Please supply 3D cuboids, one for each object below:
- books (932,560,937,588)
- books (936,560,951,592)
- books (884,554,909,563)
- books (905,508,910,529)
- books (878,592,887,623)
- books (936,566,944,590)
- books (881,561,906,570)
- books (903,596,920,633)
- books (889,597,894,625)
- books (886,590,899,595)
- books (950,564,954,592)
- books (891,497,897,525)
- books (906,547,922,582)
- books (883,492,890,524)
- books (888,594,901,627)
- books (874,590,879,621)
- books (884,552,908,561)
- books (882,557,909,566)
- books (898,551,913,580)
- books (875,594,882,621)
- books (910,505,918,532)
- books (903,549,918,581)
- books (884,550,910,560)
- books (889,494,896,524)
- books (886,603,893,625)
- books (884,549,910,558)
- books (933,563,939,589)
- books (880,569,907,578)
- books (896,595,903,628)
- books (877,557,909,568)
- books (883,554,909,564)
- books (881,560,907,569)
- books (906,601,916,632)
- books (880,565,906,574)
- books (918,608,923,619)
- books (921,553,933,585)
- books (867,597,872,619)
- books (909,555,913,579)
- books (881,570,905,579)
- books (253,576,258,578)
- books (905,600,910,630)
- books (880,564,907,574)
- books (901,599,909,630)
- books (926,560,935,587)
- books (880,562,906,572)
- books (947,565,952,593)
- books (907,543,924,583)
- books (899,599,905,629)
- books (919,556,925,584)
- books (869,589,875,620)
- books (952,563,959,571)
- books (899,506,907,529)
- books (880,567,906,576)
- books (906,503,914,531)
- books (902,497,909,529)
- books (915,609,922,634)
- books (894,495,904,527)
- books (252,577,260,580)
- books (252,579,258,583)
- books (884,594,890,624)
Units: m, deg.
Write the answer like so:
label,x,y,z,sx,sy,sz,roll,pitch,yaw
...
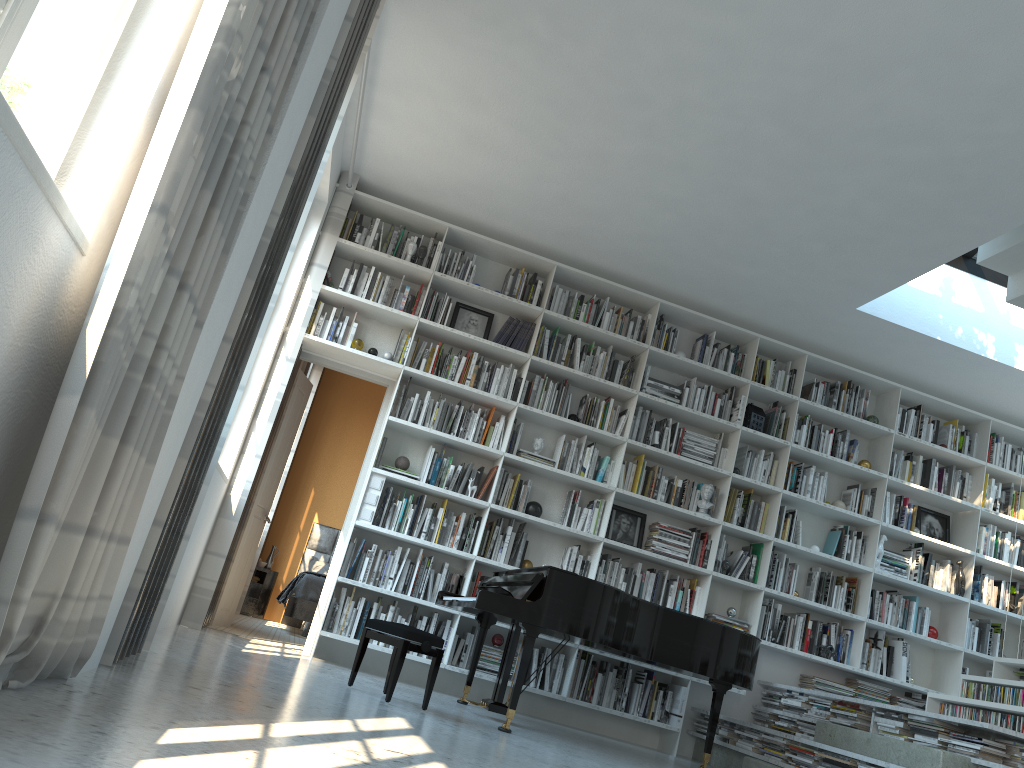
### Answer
label,x,y,z,sx,sy,sz,roll,pitch,yaw
books,3.262,1.509,6.966,0.031,0.249,0.133,18,-16,-9
books,3.347,1.517,6.951,0.021,0.270,0.192,18,-16,-9
books,2.916,1.352,6.901,0.285,0.012,0.160,18,-16,-7
books,3.060,1.083,6.990,0.033,0.212,0.153,18,-16,-9
books,2.780,1.712,6.766,0.045,0.245,0.186,18,-16,-9
books,3.312,1.542,6.962,0.025,0.212,0.156,18,-16,-9
books,2.897,1.408,6.889,0.254,0.012,0.161,18,-17,-9
books,3.044,1.778,6.819,0.026,0.289,0.181,18,-16,-9
books,2.851,1.748,6.790,0.012,0.229,0.179,18,-16,-9
books,2.898,1.728,6.805,0.013,0.298,0.148,18,-16,-9
books,3.400,1.548,6.975,0.024,0.254,0.145,18,-16,-9
books,2.971,1.032,7.002,0.043,0.268,0.131,18,-16,-9
books,3.112,1.424,6.911,0.011,0.299,0.184,18,-16,-9
books,2.912,0.997,6.978,0.065,0.288,0.146,18,-16,-9
books,2.879,1.738,6.775,0.028,0.254,0.192,18,-16,-9
books,2.735,1.703,6.776,0.024,0.246,0.143,18,-16,-9
books,2.919,1.341,6.904,0.254,0.012,0.161,18,-16,-7
books,2.910,1.374,6.895,0.285,0.012,0.160,18,-16,-7
books,3.051,1.431,6.911,0.012,0.253,0.161,18,-16,-9
books,2.751,1.716,6.764,0.011,0.222,0.163,18,-16,-9
books,3.114,1.082,6.992,0.026,0.243,0.178,18,-16,-9
books,3.093,1.433,6.932,0.012,0.284,0.160,18,-16,-9
books,2.922,1.329,6.908,0.285,0.012,0.160,19,-17,-11
books,2.950,1.014,6.990,0.012,0.284,0.160,18,-16,-9
books,2.829,1.762,6.771,0.028,0.181,0.186,18,-16,-9
books,2.925,1.318,6.911,0.285,0.012,0.160,18,-16,-7
books,3.288,1.525,6.967,0.028,0.234,0.129,18,-16,-9
books,2.883,1.461,6.861,0.285,0.012,0.160,17,-16,-4
books,2.909,1.745,6.785,0.012,0.261,0.187,18,-16,-9
books,2.907,1.384,6.889,0.285,0.012,0.160,19,-17,-12
books,2.915,1.361,6.891,0.285,0.012,0.160,20,-17,-14
books,2.905,1.395,6.882,0.254,0.012,0.161,17,-16,-4
books,3.016,1.791,6.806,0.023,0.243,0.190,18,-16,-9
books,2.888,1.440,6.874,0.254,0.012,0.161,18,-16,-7
books,3.097,1.838,6.840,0.037,0.218,0.140,18,-16,-9
books,3.190,1.462,6.933,0.059,0.281,0.167,18,-16,-9
books,2.670,1.711,6.750,0.022,0.183,0.163,18,-16,-9
books,3.062,1.444,6.930,0.023,0.246,0.138,18,-16,-9
books,2.879,1.473,6.861,0.254,0.012,0.161,19,-17,-13
books,-2.882,2.107,9.759,0.133,0.012,0.189,13,-16,7
books,2.995,1.787,6.828,0.012,0.253,0.161,18,-16,-9
books,2.892,1.429,6.878,0.285,0.012,0.160,19,-17,-11
books,2.964,1.771,6.797,0.014,0.248,0.177,18,-16,-9
books,3.236,1.499,6.942,0.031,0.241,0.147,18,-16,-9
books,2.897,1.417,6.875,0.254,0.012,0.161,20,-17,-14
books,3.371,1.542,6.954,0.041,0.238,0.177,18,-16,-9
books,3.128,1.409,6.917,0.010,0.338,0.180,18,-16,-9
books,2.940,1.771,6.812,0.026,0.246,0.166,18,-16,-9
books,3.131,1.464,6.914,0.030,0.236,0.179,18,-16,-9
books,2.703,1.690,6.760,0.047,0.243,0.177,18,-16,-9
books,3.472,1.561,7.006,0.029,0.283,0.139,18,-16,-9
books,3.028,1.071,6.968,0.013,0.206,0.190,18,-16,-9
books,2.886,1.450,6.867,0.254,0.012,0.161,17,-16,-5
books,3.091,1.072,6.999,0.021,0.252,0.167,18,-16,-9
books,3.048,1.041,6.992,0.014,0.284,0.176,18,-16,-9
books,3.067,1.832,6.817,0.030,0.200,0.190,18,-16,-9
books,3.005,1.026,6.986,0.012,0.286,0.177,18,-16,-9
books,-2.885,2.120,9.746,0.133,0.022,0.189,2,-21,39
books,-2.888,2.146,9.740,0.128,0.030,0.183,12,-17,12
books,2.808,1.730,6.786,0.026,0.238,0.177,18,-16,-9
